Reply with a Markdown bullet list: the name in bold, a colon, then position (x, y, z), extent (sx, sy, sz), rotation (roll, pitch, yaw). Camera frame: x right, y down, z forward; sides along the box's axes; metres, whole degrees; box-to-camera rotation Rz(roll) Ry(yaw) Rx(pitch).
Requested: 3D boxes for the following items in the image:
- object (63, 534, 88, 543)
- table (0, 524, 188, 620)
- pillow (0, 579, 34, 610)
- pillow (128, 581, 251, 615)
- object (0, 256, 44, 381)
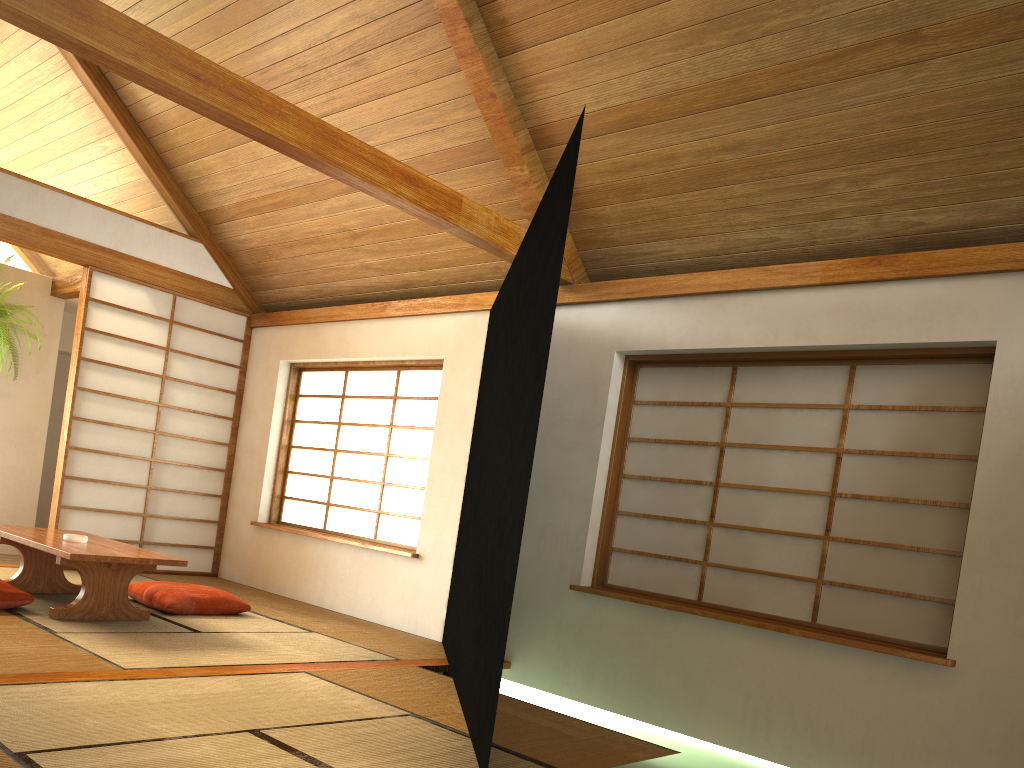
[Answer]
- **object**: position (-2.243, 0.792, 4.500), extent (0.123, 0.030, 0.116), rotation (6, -8, 16)
- **table**: position (-2.276, 0.978, 4.530), extent (1.279, 0.335, 0.569), rotation (1, -9, 42)
- **pillow**: position (-2.651, 0.964, 4.156), extent (0.595, 0.148, 0.529), rotation (2, -10, 36)
- **pillow**: position (-1.879, 1.219, 5.022), extent (0.597, 0.131, 0.527), rotation (1, -11, 41)
- **object**: position (-4.009, -0.459, 6.505), extent (1.116, 1.126, 1.211), rotation (6, -5, 35)
